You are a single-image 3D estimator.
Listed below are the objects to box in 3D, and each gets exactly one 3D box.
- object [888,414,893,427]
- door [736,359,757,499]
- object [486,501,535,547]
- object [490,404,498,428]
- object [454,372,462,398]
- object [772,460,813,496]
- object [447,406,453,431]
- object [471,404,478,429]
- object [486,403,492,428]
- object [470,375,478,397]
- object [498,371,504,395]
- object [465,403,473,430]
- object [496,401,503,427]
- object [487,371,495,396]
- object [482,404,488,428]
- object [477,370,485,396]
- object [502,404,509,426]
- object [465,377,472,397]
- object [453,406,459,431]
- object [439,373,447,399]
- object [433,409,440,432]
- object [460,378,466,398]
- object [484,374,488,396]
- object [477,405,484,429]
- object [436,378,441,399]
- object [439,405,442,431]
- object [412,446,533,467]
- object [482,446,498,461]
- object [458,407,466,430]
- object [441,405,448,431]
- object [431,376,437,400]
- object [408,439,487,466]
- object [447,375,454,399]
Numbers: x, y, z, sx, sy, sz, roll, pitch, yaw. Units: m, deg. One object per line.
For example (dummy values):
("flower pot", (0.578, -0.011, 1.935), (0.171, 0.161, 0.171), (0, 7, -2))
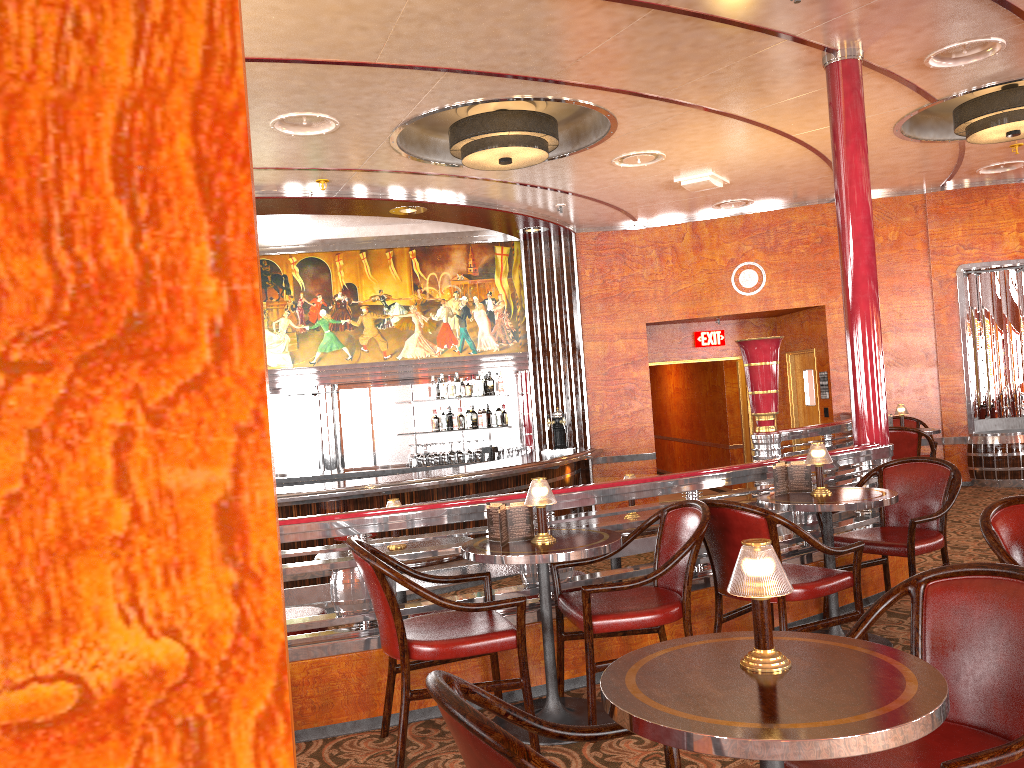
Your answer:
("object", (3.514, 0.367, 8.359), (0.169, 0.156, 0.195), (-4, -1, -11))
("door", (3.196, 0.638, 11.536), (0.063, 1.983, 0.808), (-4, 0, -11))
("object", (-0.040, 0.555, 3.552), (0.169, 0.156, 0.195), (-5, -1, 44))
("object", (-0.219, 0.378, 10.484), (0.080, 0.272, 0.080), (-4, 0, -2))
("object", (-0.638, 0.011, 10.414), (0.078, 0.305, 0.078), (-4, 0, -17))
("object", (1.352, 0.465, 4.400), (0.169, 0.156, 0.195), (-4, -1, -36))
("object", (-0.734, 0.407, 10.554), (0.090, 0.293, 0.090), (-4, 0, -27))
("object", (-0.457, 0.386, 10.540), (0.090, 0.293, 0.090), (-4, 0, -12))
("object", (-0.282, 0.375, 10.628), (0.090, 0.293, 0.090), (-4, 0, 28))
("object", (-0.457, 0.017, 10.552), (0.080, 0.272, 0.080), (-4, 0, -37))
("object", (-0.133, -0.013, 10.484), (0.067, 0.282, 0.067), (-4, 0, 6))
("object", (-0.508, 0.382, 10.441), (0.078, 0.305, 0.078), (-4, 0, 33))
("object", (-0.154, 0.358, 10.537), (0.078, 0.305, 0.078), (-4, 0, 8))
("object", (-0.253, -0.010, 10.452), (0.090, 0.293, 0.090), (-4, 0, 28))
("object", (-0.329, 0.381, 10.501), (0.067, 0.282, 0.067), (-4, 0, 45))
("object", (-0.371, -0.007, 10.456), (0.078, 0.305, 0.078), (-4, 0, -25))
("object", (-0.089, 0.371, 10.630), (0.080, 0.272, 0.080), (-4, 0, -7))
("object", (-0.516, 0.037, 10.450), (0.070, 0.238, 0.070), (-4, 0, -31))
("object", (-0.667, 0.405, 10.453), (0.067, 0.282, 0.067), (-4, 0, -40))
("object", (-0.813, 0.025, 10.418), (0.078, 0.305, 0.078), (-4, 0, -15))
("object", (-0.898, 0.428, 10.493), (0.080, 0.272, 0.080), (-4, 0, -2))
("object", (-0.607, 0.046, 10.503), (0.068, 0.235, 0.212), (-4, 0, 15))
("object", (-0.303, 0.015, 10.614), (0.090, 0.256, 0.090), (-4, 0, 1))
("object", (-0.375, 0.384, 10.427), (0.067, 0.282, 0.067), (-4, 0, -31))
("object", (-0.857, 0.054, 10.520), (0.090, 0.256, 0.090), (-4, 0, 16))
("object", (-0.815, 0.406, 10.530), (0.078, 0.305, 0.206), (-4, 0, -9))
("object", (-0.460, 0.845, 10.498), (1.425, 0.134, 0.403), (-4, -1, 0))
("object", (-0.274, 0.819, 10.430), (0.169, 0.156, 0.195), (-4, -1, 19))
("object", (-0.600, 0.407, 10.542), (0.080, 0.272, 0.080), (-4, 0, -2))
("object", (-0.801, 0.404, 10.441), (0.078, 0.305, 0.078), (-4, 0, -12))
("object", (-0.918, 0.043, 10.407), (0.067, 0.282, 0.067), (-4, 0, 40))
("object", (-0.752, 0.810, 10.422), (0.951, 0.245, 0.396), (-4, -1, -2))
("object", (-0.728, 0.035, 10.427), (0.080, 0.272, 0.080), (-4, 0, -12))
